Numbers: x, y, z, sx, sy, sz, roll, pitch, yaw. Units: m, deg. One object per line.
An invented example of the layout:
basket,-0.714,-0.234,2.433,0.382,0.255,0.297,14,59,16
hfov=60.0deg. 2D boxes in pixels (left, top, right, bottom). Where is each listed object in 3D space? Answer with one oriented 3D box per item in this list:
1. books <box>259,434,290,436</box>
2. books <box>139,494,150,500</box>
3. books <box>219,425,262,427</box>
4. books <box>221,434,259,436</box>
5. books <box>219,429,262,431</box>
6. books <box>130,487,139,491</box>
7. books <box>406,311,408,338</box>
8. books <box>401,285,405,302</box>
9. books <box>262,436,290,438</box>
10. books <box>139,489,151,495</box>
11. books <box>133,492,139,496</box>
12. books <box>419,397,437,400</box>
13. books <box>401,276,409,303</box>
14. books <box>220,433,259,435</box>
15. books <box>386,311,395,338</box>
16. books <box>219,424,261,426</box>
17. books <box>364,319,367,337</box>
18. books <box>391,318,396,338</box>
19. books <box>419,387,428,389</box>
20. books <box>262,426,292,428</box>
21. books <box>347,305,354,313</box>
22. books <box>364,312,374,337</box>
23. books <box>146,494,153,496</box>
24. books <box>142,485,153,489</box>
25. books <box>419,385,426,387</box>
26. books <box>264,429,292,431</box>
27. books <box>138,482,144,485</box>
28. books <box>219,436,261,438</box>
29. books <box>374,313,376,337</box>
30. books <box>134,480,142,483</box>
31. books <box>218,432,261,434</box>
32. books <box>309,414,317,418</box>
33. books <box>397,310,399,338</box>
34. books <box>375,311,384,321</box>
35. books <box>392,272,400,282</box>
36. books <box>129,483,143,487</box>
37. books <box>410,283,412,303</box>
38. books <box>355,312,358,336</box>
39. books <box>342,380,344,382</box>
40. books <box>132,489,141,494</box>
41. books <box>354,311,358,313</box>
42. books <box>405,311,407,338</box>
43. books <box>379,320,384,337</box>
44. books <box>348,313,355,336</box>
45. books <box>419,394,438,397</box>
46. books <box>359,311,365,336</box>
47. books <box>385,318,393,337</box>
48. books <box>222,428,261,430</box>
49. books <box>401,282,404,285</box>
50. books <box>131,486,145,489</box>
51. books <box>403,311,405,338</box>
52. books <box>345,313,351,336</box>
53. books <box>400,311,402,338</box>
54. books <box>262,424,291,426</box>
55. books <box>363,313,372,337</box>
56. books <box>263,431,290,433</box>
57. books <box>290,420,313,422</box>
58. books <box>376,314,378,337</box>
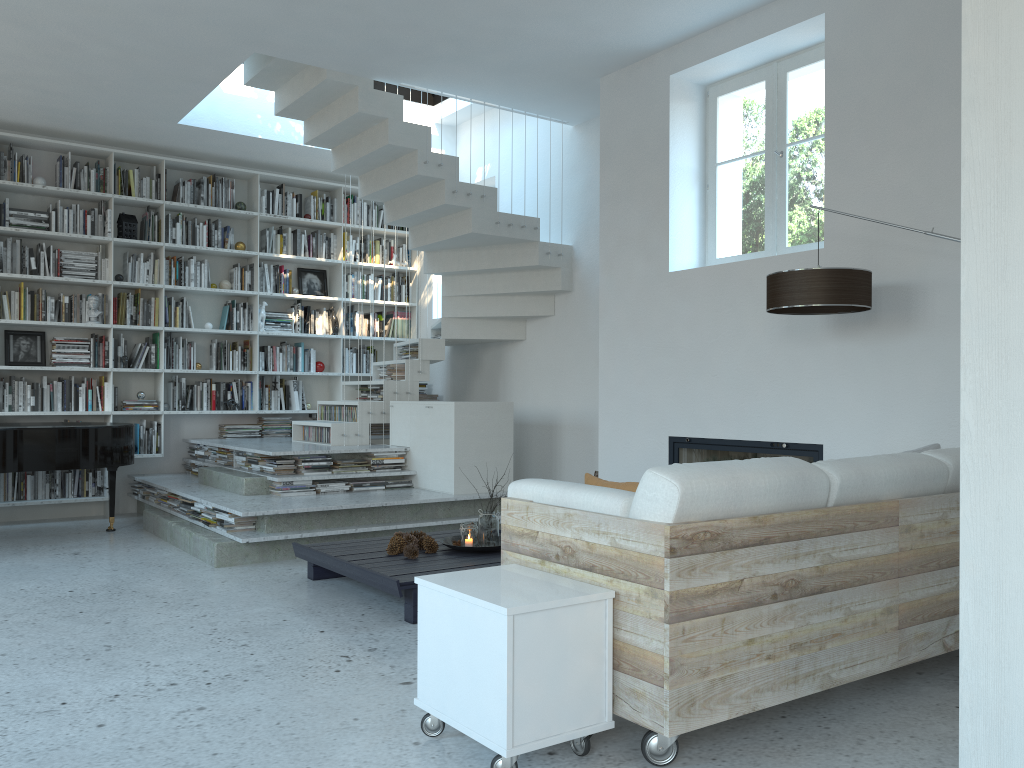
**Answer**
books,-2.290,0.487,8.531,0.254,0.007,0.161,1,-1,-35
books,-3.028,0.947,7.493,0.189,0.030,0.237,1,-1,-35
books,-2.557,0.391,8.337,0.345,0.007,0.193,1,-1,-37
books,-2.558,0.473,8.330,0.308,0.008,0.195,1,-1,-31
books,-2.556,0.428,8.335,0.345,0.007,0.193,1,-1,-38
books,-3.200,0.909,7.731,0.177,0.012,0.278,1,-1,-39
books,-1.142,-0.612,9.322,0.018,0.293,0.169,0,0,-35
books,-1.176,-0.932,9.291,0.029,0.195,0.192,0,0,-35
books,-2.286,0.507,8.526,0.254,0.007,0.161,1,-1,-32
books,-3.034,0.906,7.489,0.191,0.028,0.212,1,-1,-31
books,-3.190,0.956,7.738,0.171,0.016,0.241,1,-1,-35
books,-0.877,0.141,8.739,0.234,0.025,0.157,1,-1,-39
books,-1.134,-0.980,9.327,0.042,0.292,0.186,0,0,-35
books,-2.561,0.466,8.334,0.308,0.008,0.195,1,-1,-33
books,-1.282,-0.612,9.223,0.072,0.291,0.169,0,0,-35
books,-2.557,0.384,8.337,0.345,0.007,0.193,1,-1,-33
books,-1.524,-0.566,9.043,0.023,0.189,0.169,0,0,-35
books,-1.251,-0.614,9.245,0.033,0.294,0.169,0,0,-35
books,-0.988,0.041,8.906,0.235,0.014,0.155,1,-1,-34
books,-2.287,0.411,8.531,0.285,0.007,0.159,1,-1,-34
books,-1.634,-0.633,8.990,0.012,0.322,0.141,0,0,-35
books,-1.470,-0.600,9.101,0.029,0.259,0.171,0,0,-35
books,-3.018,0.926,7.500,0.147,0.012,0.206,1,-1,-40
books,-3.020,0.869,7.499,0.160,0.009,0.291,1,-1,-33
books,-0.995,0.022,8.916,0.232,0.025,0.123,1,-1,-38
books,-2.283,0.438,8.525,0.285,0.007,0.159,1,-1,-39
books,-3.176,0.859,7.748,0.133,0.017,0.231,1,-1,-34
books,-2.558,0.496,8.330,0.345,0.007,0.193,1,-1,-31
books,-1.439,-0.596,9.132,0.012,0.254,0.161,0,0,-35
books,-3.188,0.843,7.739,0.158,0.014,0.234,1,-1,-37
books,-2.560,0.458,8.335,0.345,0.007,0.193,1,-1,-37
books,-1.865,0.315,8.779,0.204,0.035,0.267,1,-1,-34
books,-1.223,-0.614,9.248,0.018,0.293,0.169,0,0,-35
books,-1.367,-0.607,9.175,0.026,0.278,0.170,0,0,-35
books,-1.218,-1.000,9.292,0.013,0.330,0.140,0,0,-35
books,-3.205,0.874,7.727,0.191,0.013,0.243,1,-1,-39
books,-1.110,-0.943,9.346,0.021,0.219,0.184,0,0,-35
books,-1.608,-0.595,8.985,0.026,0.245,0.180,0,0,-35
books,-1.710,0.112,8.844,0.011,0.293,0.144,0,0,-35
books,-3.199,0.934,7.731,0.179,0.012,0.261,1,-1,-32
books,-1.595,-0.605,9.008,0.022,0.265,0.157,0,0,-35
books,-1.154,-0.613,9.307,0.018,0.293,0.169,0,0,-35
books,-1.372,-0.560,9.138,0.024,0.181,0.191,0,0,-35
books,-1.638,-0.594,8.965,0.022,0.243,0.170,0,0,-35
books,-0.879,0.116,8.744,0.267,0.026,0.161,1,-1,-30
books,-1.556,-0.602,9.021,0.056,0.261,0.176,0,0,-35
books,-1.314,-0.573,9.198,0.088,0.217,0.167,0,0,-35
books,-2.557,0.421,8.337,0.345,0.007,0.193,1,-1,-33
books,-1.175,-0.949,9.335,0.024,0.230,0.131,0,0,-35
books,-3.198,0.898,7.732,0.188,0.009,0.211,1,-1,-36
books,-1.172,-0.613,9.301,0.018,0.293,0.169,0,0,-35
books,-1.690,-0.591,8.962,0.066,0.236,0.144,0,0,-35
books,-1.201,-0.613,9.280,0.018,0.293,0.169,0,0,-35
books,-2.288,0.392,8.527,0.285,0.005,0.159,1,-1,-37
books,-1.485,-0.594,9.078,0.022,0.247,0.181,0,0,-35
books,-2.283,0.459,8.525,0.254,0.007,0.161,1,-1,-39
books,-1.983,0.366,8.743,0.368,0.007,0.205,1,-1,-33
books,-1.425,-0.594,9.146,0.025,0.248,0.134,0,0,-35
